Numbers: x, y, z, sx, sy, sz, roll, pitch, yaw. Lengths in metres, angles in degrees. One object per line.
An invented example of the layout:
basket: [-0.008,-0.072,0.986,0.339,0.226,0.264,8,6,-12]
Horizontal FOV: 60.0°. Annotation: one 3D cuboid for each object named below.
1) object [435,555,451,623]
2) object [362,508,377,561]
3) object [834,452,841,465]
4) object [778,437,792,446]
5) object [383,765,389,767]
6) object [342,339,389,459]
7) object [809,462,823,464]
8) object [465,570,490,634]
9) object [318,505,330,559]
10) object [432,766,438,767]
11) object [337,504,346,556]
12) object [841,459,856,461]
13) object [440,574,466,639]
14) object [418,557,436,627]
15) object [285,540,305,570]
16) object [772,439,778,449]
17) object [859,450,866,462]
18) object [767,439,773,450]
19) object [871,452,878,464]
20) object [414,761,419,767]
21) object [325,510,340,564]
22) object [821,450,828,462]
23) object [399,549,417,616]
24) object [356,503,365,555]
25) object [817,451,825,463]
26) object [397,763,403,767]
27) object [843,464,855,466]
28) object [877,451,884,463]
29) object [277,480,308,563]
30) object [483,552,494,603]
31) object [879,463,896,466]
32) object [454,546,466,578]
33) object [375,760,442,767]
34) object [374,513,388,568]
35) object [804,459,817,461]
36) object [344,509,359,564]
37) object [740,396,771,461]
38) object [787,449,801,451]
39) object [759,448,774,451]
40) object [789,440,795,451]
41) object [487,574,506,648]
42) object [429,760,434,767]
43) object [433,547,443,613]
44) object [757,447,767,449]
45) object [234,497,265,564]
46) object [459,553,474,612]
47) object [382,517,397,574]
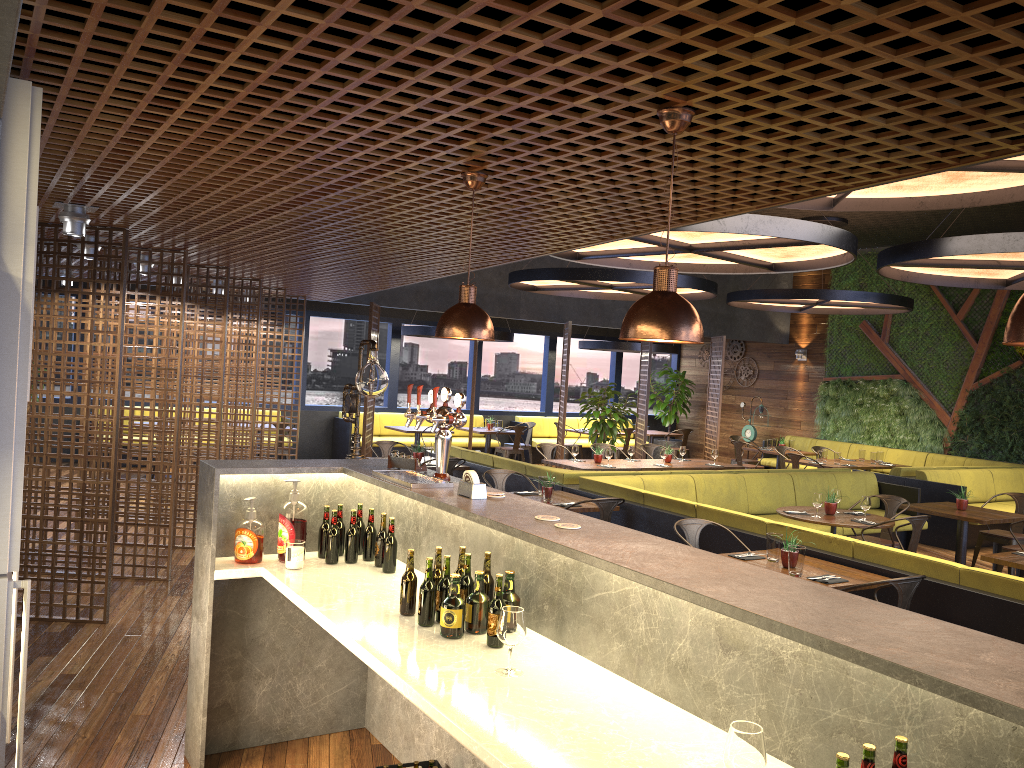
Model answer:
object: [-0.253,0.778,3.372,0.063,0.254,0.063,3,1,-4]
object: [-0.691,0.732,4.321,0.063,0.254,0.063,4,1,30]
object: [4.811,1.101,13.113,0.102,0.178,0.102,4,1,4]
object: [4.621,1.001,15.171,0.238,0.271,0.260,3,1,-10]
object: [-0.535,1.703,3.722,0.056,0.205,0.056,4,2,41]
object: [-0.993,0.180,5.790,0.263,0.944,0.566,2,2,-39]
object: [4.483,1.162,13.077,0.157,0.019,0.255,3,1,-32]
object: [-0.125,0.803,3.273,0.088,0.224,0.088,3,1,-2]
object: [-0.909,0.720,4.324,0.063,0.254,0.063,2,2,-40]
object: [-0.329,1.716,3.736,0.057,0.205,0.056,4,1,30]
object: [-0.857,0.722,4.391,0.063,0.254,0.063,4,1,10]
object: [5.313,1.194,13.972,0.157,0.019,0.255,3,1,-32]
object: [-0.211,0.799,3.201,0.088,0.224,0.088,4,1,13]
object: [-0.315,0.776,3.314,0.063,0.254,0.063,4,1,21]
object: [-0.998,0.785,4.076,0.088,0.123,0.088,3,1,-26]
object: [4.541,1.039,15.352,0.102,0.178,0.102,4,1,4]
object: [5.502,1.126,13.941,0.102,0.178,0.102,5,2,44]
object: [4.409,1.034,15.179,0.102,0.178,0.102,5,2,44]
object: [5.532,1.136,13.560,0.102,0.178,0.102,4,1,4]
object: [-0.412,1.709,3.774,0.056,0.205,0.056,3,1,-19]
object: [-0.849,0.725,4.210,0.063,0.254,0.063,2,2,-45]
object: [4.743,1.090,13.470,0.102,0.178,0.102,5,2,44]
object: [-0.399,0.768,3.440,0.063,0.254,0.063,4,1,10]
object: [-0.767,0.726,4.445,0.063,0.254,0.063,4,1,30]
object: [4.596,1.087,13.202,0.102,0.178,0.102,5,2,44]
object: [-0.479,1.706,3.746,0.057,0.205,0.056,4,1,15]
object: [4.932,1.191,13.007,0.255,0.019,0.157,3,1,-32]
object: [5.723,1.143,13.779,0.102,0.178,0.102,5,2,44]
object: [-1.038,0.647,4.211,0.133,0.385,0.133,4,1,8]
object: [-0.101,0.785,3.476,0.063,0.254,0.063,4,1,30]
object: [5.703,1.227,13.527,0.157,0.019,0.255,3,1,-32]
object: [-0.205,0.777,3.550,0.063,0.254,0.063,3,1,-35]
object: [-0.382,1.735,3.609,0.277,0.206,0.416,3,1,-22]
object: [-0.615,0.739,4.209,0.063,0.254,0.063,3,1,-4]
object: [4.600,1.160,13.530,0.157,0.019,0.255,3,1,-32]
object: [-0.765,0.729,4.249,0.063,0.254,0.063,2,2,-40]
object: [4.941,1.054,18.047,0.459,1.615,0.848,3,1,-32]
object: [4.896,1.140,15.336,0.157,0.019,0.255,3,1,-32]
object: [4.296,1.110,15.054,0.157,0.019,0.255,3,1,-32]
object: [4.793,1.057,15.207,0.102,0.178,0.102,4,1,4]
object: [-0.051,0.796,3.118,0.063,0.254,0.063,2,2,-44]
object: [-0.350,1.713,3.795,0.057,0.205,0.056,3,1,-25]
object: [-0.297,0.773,3.514,0.063,0.254,0.063,4,1,30]
object: [4.410,1.108,15.461,0.255,0.019,0.157,3,1,-32]
object: [-1.222,0.680,4.141,0.133,0.301,0.133,3,1,-26]
object: [-0.177,0.782,3.429,0.063,0.254,0.063,3,1,-29]
object: [-0.562,0.745,4.103,0.063,0.254,0.063,4,1,30]
